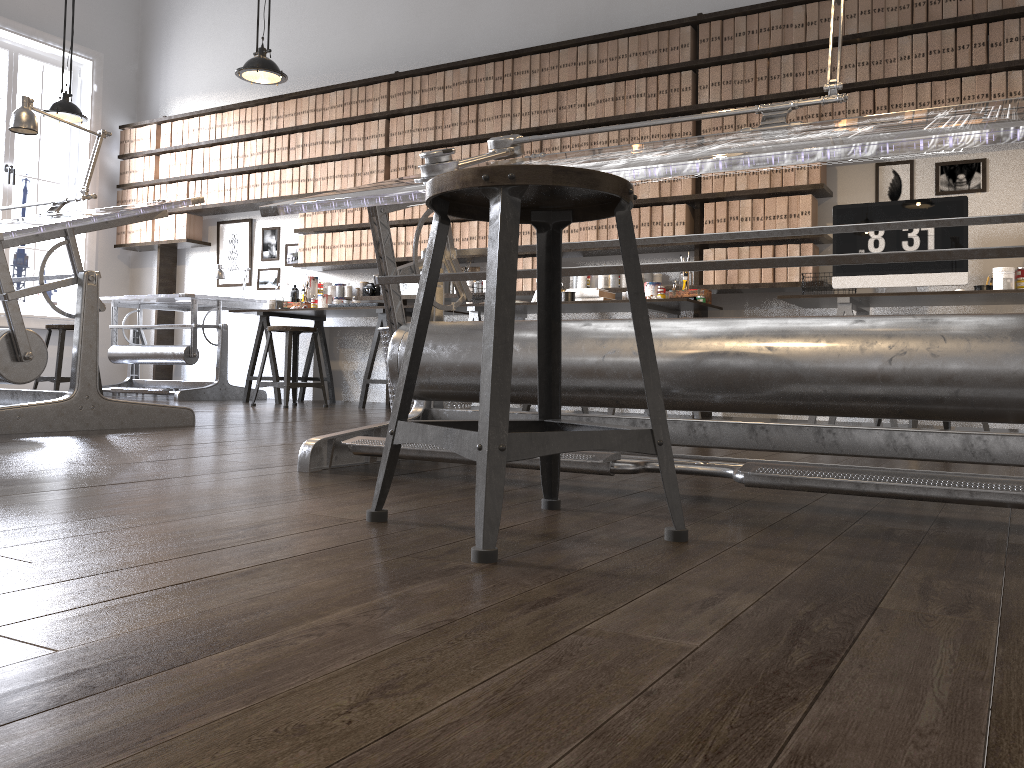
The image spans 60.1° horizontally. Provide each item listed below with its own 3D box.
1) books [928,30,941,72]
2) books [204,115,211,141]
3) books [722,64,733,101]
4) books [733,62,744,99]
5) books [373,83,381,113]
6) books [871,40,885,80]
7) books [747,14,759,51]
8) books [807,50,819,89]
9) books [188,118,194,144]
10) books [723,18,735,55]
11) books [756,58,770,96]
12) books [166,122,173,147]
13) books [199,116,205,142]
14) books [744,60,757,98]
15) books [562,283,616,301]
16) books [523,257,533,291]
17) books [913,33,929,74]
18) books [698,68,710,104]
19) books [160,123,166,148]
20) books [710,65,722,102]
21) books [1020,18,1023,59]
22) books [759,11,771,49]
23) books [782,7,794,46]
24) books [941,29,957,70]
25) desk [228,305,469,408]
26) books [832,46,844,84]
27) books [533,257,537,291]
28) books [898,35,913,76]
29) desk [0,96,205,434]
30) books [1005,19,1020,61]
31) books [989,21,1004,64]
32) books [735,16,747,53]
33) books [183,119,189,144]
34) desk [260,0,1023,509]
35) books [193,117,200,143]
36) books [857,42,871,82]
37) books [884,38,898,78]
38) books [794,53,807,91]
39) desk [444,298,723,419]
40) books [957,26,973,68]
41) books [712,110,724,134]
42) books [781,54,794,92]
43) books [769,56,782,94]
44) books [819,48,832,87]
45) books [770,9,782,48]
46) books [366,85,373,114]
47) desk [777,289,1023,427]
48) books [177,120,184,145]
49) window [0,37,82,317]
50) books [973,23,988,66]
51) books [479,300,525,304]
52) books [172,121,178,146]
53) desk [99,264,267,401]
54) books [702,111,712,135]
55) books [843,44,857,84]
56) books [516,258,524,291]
[{"bbox_3d":[2.289,-1.765,4.783,0.067,0.226,0.174,0,-2,30],"label":"books"},{"bbox_3d":[-2.546,-2.170,7.591,0.067,0.226,0.174,0,-2,30],"label":"books"},{"bbox_3d":[1.323,-1.790,5.340,0.067,0.226,0.174,0,-2,30],"label":"books"},{"bbox_3d":[1.380,-1.789,5.312,0.067,0.226,0.174,0,-2,30],"label":"books"},{"bbox_3d":[-0.970,-2.128,6.682,0.067,0.226,0.174,0,-2,30],"label":"books"},{"bbox_3d":[2.045,-1.771,4.929,0.067,0.226,0.174,0,-2,30],"label":"books"},{"bbox_3d":[1.457,-2.064,5.285,0.067,0.226,0.174,0,-2,30],"label":"books"},{"bbox_3d":[1.751,-1.779,5.100,0.067,0.226,0.174,0,-2,30],"label":"books"},{"bbox_3d":[-2.715,-2.174,7.692,0.067,0.226,0.174,0,-2,30],"label":"books"},{"bbox_3d":[1.335,-2.068,5.356,0.067,0.226,0.174,0,-2,30],"label":"books"},{"bbox_3d":[1.499,-1.786,5.240,0.067,0.226,0.174,0,-2,30],"label":"books"},{"bbox_3d":[-2.967,-2.181,7.832,0.067,0.226,0.174,0,-2,30],"label":"books"},{"bbox_3d":[-2.599,-2.171,7.624,0.067,0.226,0.174,0,-2,30],"label":"books"},{"bbox_3d":[1.438,-1.787,5.281,0.067,0.226,0.174,0,-2,30],"label":"books"},{"bbox_3d":[0.446,-0.540,5.411,0.294,0.148,0.385,1,0,30],"label":"books"},{"bbox_3d":[0.146,-0.730,5.962,0.067,0.226,0.174,0,-2,30],"label":"books"},{"bbox_3d":[2.226,-1.766,4.819,0.067,0.226,0.174,0,-2,30],"label":"books"},{"bbox_3d":[1.199,-1.793,5.415,0.067,0.226,0.174,0,-2,30],"label":"books"},{"bbox_3d":[-3.028,-2.182,7.873,0.067,0.226,0.174,0,-2,30],"label":"books"},{"bbox_3d":[1.260,-1.792,5.376,0.067,0.226,0.174,0,-2,30],"label":"books"},{"bbox_3d":[2.664,-1.755,4.573,0.067,0.226,0.174,0,-2,30],"label":"books"},{"bbox_3d":[1.519,-2.063,5.249,0.067,0.226,0.174,0,-2,30],"label":"books"},{"bbox_3d":[1.635,-2.060,5.181,0.067,0.226,0.174,0,-2,30],"label":"books"},{"bbox_3d":[2.346,-1.763,4.755,0.067,0.226,0.174,0,-2,30],"label":"books"},{"bbox_3d":[-1.171,-0.178,6.252,1.668,0.671,0.654,1,-1,30],"label":"desk"},{"bbox_3d":[1.867,-1.776,5.032,0.067,0.226,0.174,0,-2,30],"label":"books"},{"bbox_3d":[0.210,-0.728,5.930,0.067,0.226,0.174,0,-2,30],"label":"books"},{"bbox_3d":[2.165,-1.768,4.858,0.067,0.226,0.174,0,-2,30],"label":"books"},{"bbox_3d":[-2.358,-0.543,3.758,2.280,1.389,1.075,1,-1,30],"label":"desk"},{"bbox_3d":[2.601,-1.757,4.605,0.067,0.226,0.174,0,-2,30],"label":"books"},{"bbox_3d":[2.542,-1.758,4.644,0.067,0.226,0.174,0,-2,30],"label":"books"},{"bbox_3d":[1.394,-2.066,5.316,0.067,0.226,0.174,0,-2,30],"label":"books"},{"bbox_3d":[-2.776,-2.176,7.728,0.067,0.226,0.174,0,-2,30],"label":"books"},{"bbox_3d":[0.546,-0.467,2.083,2.069,1.389,1.075,1,-1,30],"label":"desk"},{"bbox_3d":[-2.660,-2.173,7.653,0.067,0.226,0.174,0,-2,30],"label":"books"},{"bbox_3d":[1.982,-1.773,4.961,0.067,0.226,0.174,0,-2,30],"label":"books"},{"bbox_3d":[2.107,-1.770,4.896,0.067,0.226,0.174,0,-2,30],"label":"books"},{"bbox_3d":[1.690,-1.781,5.135,0.067,0.226,0.174,0,-2,30],"label":"books"},{"bbox_3d":[0.357,-0.138,5.371,1.668,0.671,0.654,1,-1,30],"label":"desk"},{"bbox_3d":[2.413,-1.761,4.719,0.067,0.226,0.174,0,-2,30],"label":"books"},{"bbox_3d":[1.266,-1.522,5.358,0.067,0.226,0.174,0,-2,30],"label":"books"},{"bbox_3d":[1.626,-1.782,5.167,0.067,0.226,0.174,0,-2,30],"label":"books"},{"bbox_3d":[1.567,-1.784,5.207,0.067,0.226,0.174,0,-2,30],"label":"books"},{"bbox_3d":[1.807,-1.777,5.061,0.067,0.226,0.174,0,-2,30],"label":"books"},{"bbox_3d":[1.574,-2.061,5.210,0.067,0.226,0.174,0,-2,30],"label":"books"},{"bbox_3d":[-1.028,-2.130,6.720,0.067,0.226,0.174,0,-2,30],"label":"books"},{"bbox_3d":[2.212,-0.089,4.301,1.668,0.671,0.654,1,-1,30],"label":"desk"},{"bbox_3d":[-2.840,-2.177,7.759,0.067,0.226,0.174,0,-2,30],"label":"books"},{"bbox_3d":[-4.194,-1.712,7.357,0.153,2.314,1.242,0,-2,30],"label":"window"},{"bbox_3d":[2.474,-1.760,4.677,0.067,0.226,0.174,0,-2,30],"label":"books"},{"bbox_3d":[0.012,-0.494,5.453,0.354,0.029,0.256,1,1,30],"label":"books"},{"bbox_3d":[-2.899,-2.179,7.799,0.067,0.226,0.174,0,-2,30],"label":"books"},{"bbox_3d":[-2.598,-0.434,7.052,1.269,1.100,1.069,1,-1,30],"label":"desk"},{"bbox_3d":[1.214,-1.524,5.393,0.067,0.226,0.174,0,-2,30],"label":"books"},{"bbox_3d":[1.921,-1.774,4.999,0.067,0.226,0.174,0,-2,30],"label":"books"},{"bbox_3d":[0.086,-0.731,6.001,0.067,0.226,0.174,0,-2,30],"label":"books"}]
